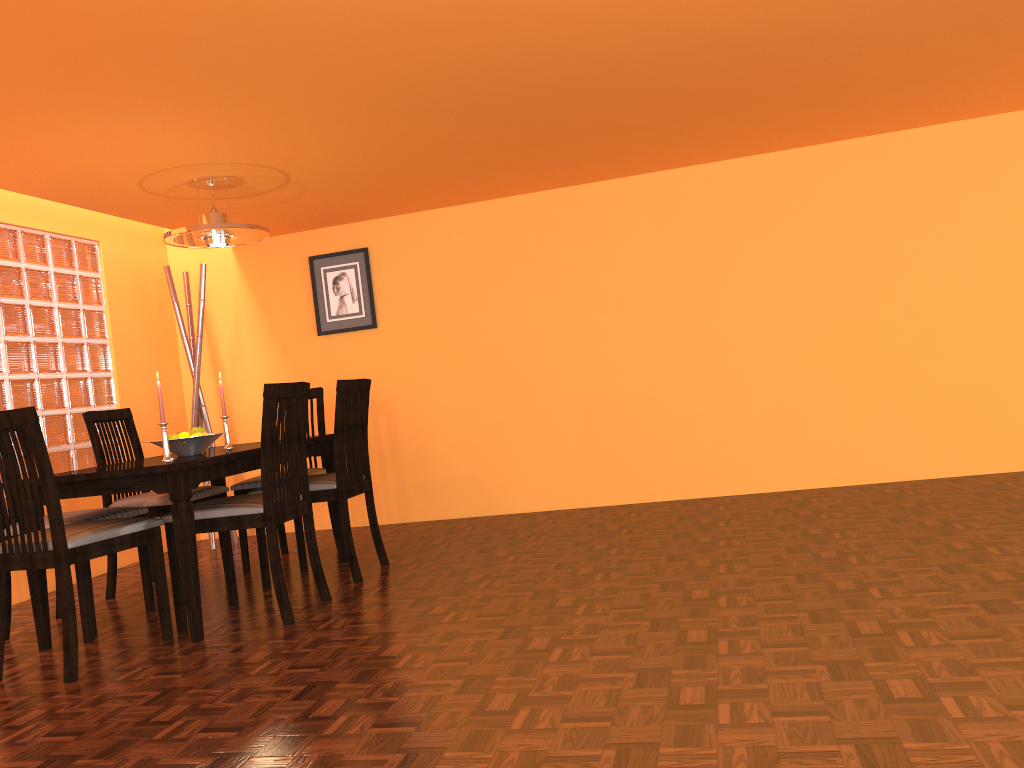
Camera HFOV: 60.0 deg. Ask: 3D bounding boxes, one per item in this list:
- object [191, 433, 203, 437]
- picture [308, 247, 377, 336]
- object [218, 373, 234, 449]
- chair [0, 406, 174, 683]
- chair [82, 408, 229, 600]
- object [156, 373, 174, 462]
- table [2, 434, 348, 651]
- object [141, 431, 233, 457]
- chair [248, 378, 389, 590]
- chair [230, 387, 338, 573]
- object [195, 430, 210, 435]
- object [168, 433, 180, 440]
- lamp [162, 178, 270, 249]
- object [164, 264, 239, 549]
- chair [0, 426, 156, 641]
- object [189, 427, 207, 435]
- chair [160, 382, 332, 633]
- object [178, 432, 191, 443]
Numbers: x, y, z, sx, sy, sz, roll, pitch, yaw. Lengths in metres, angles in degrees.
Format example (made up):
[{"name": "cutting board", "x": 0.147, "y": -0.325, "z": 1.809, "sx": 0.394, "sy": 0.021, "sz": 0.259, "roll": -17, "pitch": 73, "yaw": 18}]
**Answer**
[{"name": "object", "x": -1.202, "y": 0.211, "z": 3.384, "sx": 0.055, "sy": 0.046, "sz": 0.046, "roll": -7, "pitch": 0, "yaw": -24}, {"name": "picture", "x": -0.958, "y": -0.520, "z": 5.019, "sx": 0.361, "sy": 0.456, "sz": 0.014, "roll": -7, "pitch": 0, "yaw": 13}, {"name": "object", "x": -1.206, "y": 0.107, "z": 3.712, "sx": 0.044, "sy": 0.326, "sz": 0.044, "roll": -7, "pitch": 0, "yaw": 2}, {"name": "chair", "x": -1.398, "y": 0.474, "z": 2.778, "sx": 0.373, "sy": 0.809, "sz": 0.465, "roll": -7, "pitch": 0, "yaw": 18}, {"name": "chair", "x": -1.538, "y": 0.491, "z": 3.858, "sx": 0.465, "sy": 0.809, "sz": 0.373, "roll": -7, "pitch": 0, "yaw": 13}, {"name": "object", "x": -1.249, "y": 0.112, "z": 3.166, "sx": 0.044, "sy": 0.326, "sz": 0.044, "roll": -7, "pitch": 0, "yaw": 2}, {"name": "table", "x": -1.193, "y": 0.563, "z": 3.476, "sx": 0.697, "sy": 0.584, "sz": 1.259, "roll": -7, "pitch": 0, "yaw": 13}, {"name": "object", "x": -1.253, "y": 0.240, "z": 3.439, "sx": 0.337, "sy": 0.072, "sz": 0.337, "roll": -7, "pitch": 0, "yaw": -20}, {"name": "chair", "x": -0.797, "y": 0.404, "z": 3.681, "sx": 0.465, "sy": 0.809, "sz": 0.373, "roll": -7, "pitch": 0, "yaw": 13}, {"name": "chair", "x": -1.057, "y": 0.435, "z": 4.200, "sx": 0.373, "sy": 0.809, "sz": 0.465, "roll": -7, "pitch": 0, "yaw": 8}, {"name": "object", "x": -1.196, "y": 0.211, "z": 3.445, "sx": 0.055, "sy": 0.070, "sz": 0.066, "roll": -7, "pitch": 0, "yaw": -5}, {"name": "object", "x": -1.290, "y": 0.229, "z": 3.419, "sx": 0.089, "sy": 0.076, "sz": 0.087, "roll": -7, "pitch": 0, "yaw": 19}, {"name": "lamp", "x": -1.272, "y": -0.729, "z": 3.788, "sx": 0.435, "sy": 0.274, "sz": 0.435, "roll": -7, "pitch": 0, "yaw": 35}, {"name": "object", "x": -1.737, "y": 0.126, "z": 4.961, "sx": 0.308, "sy": 1.589, "sz": 0.226, "roll": -7, "pitch": 0, "yaw": 35}, {"name": "chair", "x": -1.669, "y": 0.506, "z": 3.297, "sx": 0.465, "sy": 0.809, "sz": 0.373, "roll": -7, "pitch": 0, "yaw": 13}, {"name": "object", "x": -1.243, "y": 0.203, "z": 3.510, "sx": 0.069, "sy": 0.066, "sz": 0.069, "roll": -7, "pitch": 0, "yaw": 23}, {"name": "chair", "x": -0.929, "y": 0.419, "z": 3.120, "sx": 0.465, "sy": 0.809, "sz": 0.373, "roll": -7, "pitch": 0, "yaw": 13}, {"name": "object", "x": -1.236, "y": 0.203, "z": 3.346, "sx": 0.046, "sy": 0.046, "sz": 0.055, "roll": -7, "pitch": 0, "yaw": -4}]
